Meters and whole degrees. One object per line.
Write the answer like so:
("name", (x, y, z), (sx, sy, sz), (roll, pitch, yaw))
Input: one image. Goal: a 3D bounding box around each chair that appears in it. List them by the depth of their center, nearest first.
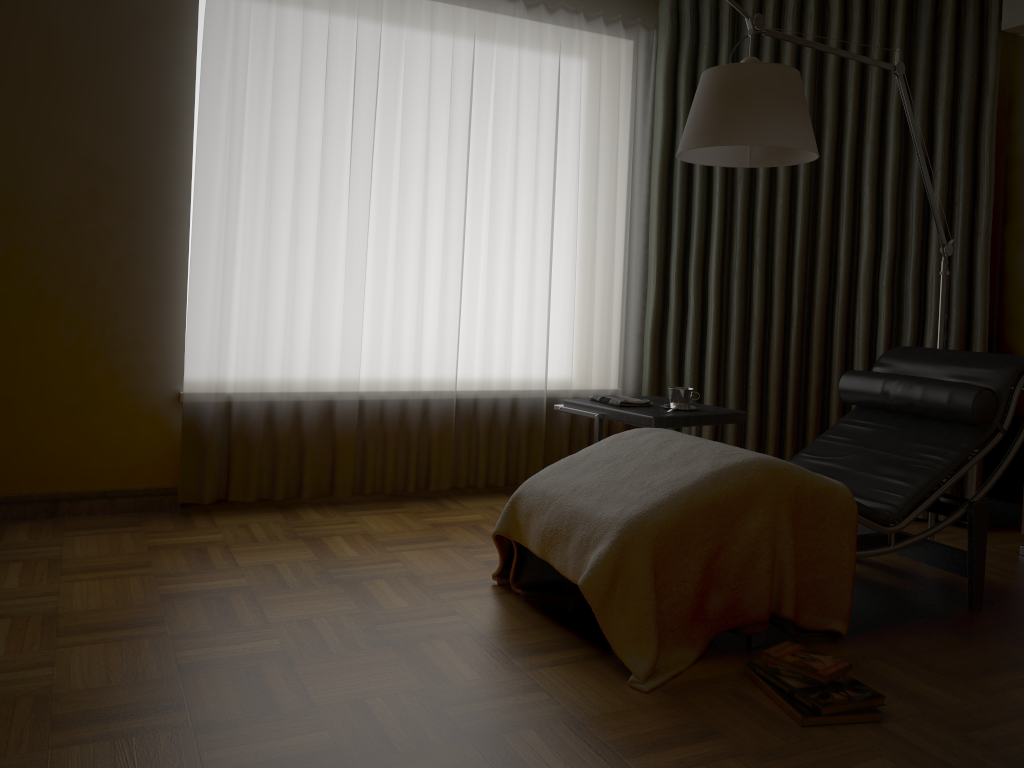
("chair", (0.945, 0.281, 2.876), (1.786, 0.796, 0.638), (0, 3, -26))

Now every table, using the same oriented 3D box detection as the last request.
("table", (0.557, 0.106, 3.483), (0.499, 0.045, 0.520), (-1, 7, -35))

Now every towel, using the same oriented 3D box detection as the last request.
("towel", (0.437, 0.066, 3.509), (0.178, 0.035, 0.242), (0, 6, -22))

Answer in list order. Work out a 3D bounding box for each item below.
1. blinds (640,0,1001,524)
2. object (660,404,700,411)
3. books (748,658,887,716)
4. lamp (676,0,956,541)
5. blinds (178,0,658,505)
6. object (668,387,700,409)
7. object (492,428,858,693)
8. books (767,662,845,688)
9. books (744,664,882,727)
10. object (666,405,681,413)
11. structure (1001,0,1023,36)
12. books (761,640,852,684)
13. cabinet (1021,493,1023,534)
("blinds", (1.392, -0.672, 4.144), (1.534, 2.448, 0.224), (3, 1, 19))
("object", (0.647, 0.091, 3.402), (0.150, 0.009, 0.151), (0, 6, -21))
("books", (0.727, 0.716, 2.124), (0.189, 0.020, 0.266), (0, 6, -22))
("lamp", (1.186, -0.269, 3.064), (1.413, 1.964, 0.453), (2, 1, -22))
("blinds", (-0.285, -0.666, 3.961), (2.194, 2.287, 0.093), (1, 1, -26))
("object", (0.655, 0.055, 3.405), (0.110, 0.078, 0.098), (1, 4, -25))
("object", (0.456, 0.430, 2.660), (0.908, 0.519, 0.922), (0, 5, -26))
("books", (0.722, 0.693, 2.160), (0.173, 0.018, 0.124), (5, 6, 23))
("books", (0.712, 0.737, 2.115), (0.200, 0.022, 0.282), (1, 6, -12))
("object", (0.603, 0.092, 3.311), (0.029, 0.019, 0.124), (5, 6, 33))
("structure", (2.720, -1.475, 2.902), (0.273, 0.130, 2.190), (0, 6, -26))
("books", (0.717, 0.675, 2.154), (0.123, 0.018, 0.173), (-3, 8, -42))
("cabinet", (2.558, 0.295, 2.783), (0.415, 0.859, 1.683), (2, 5, -26))
